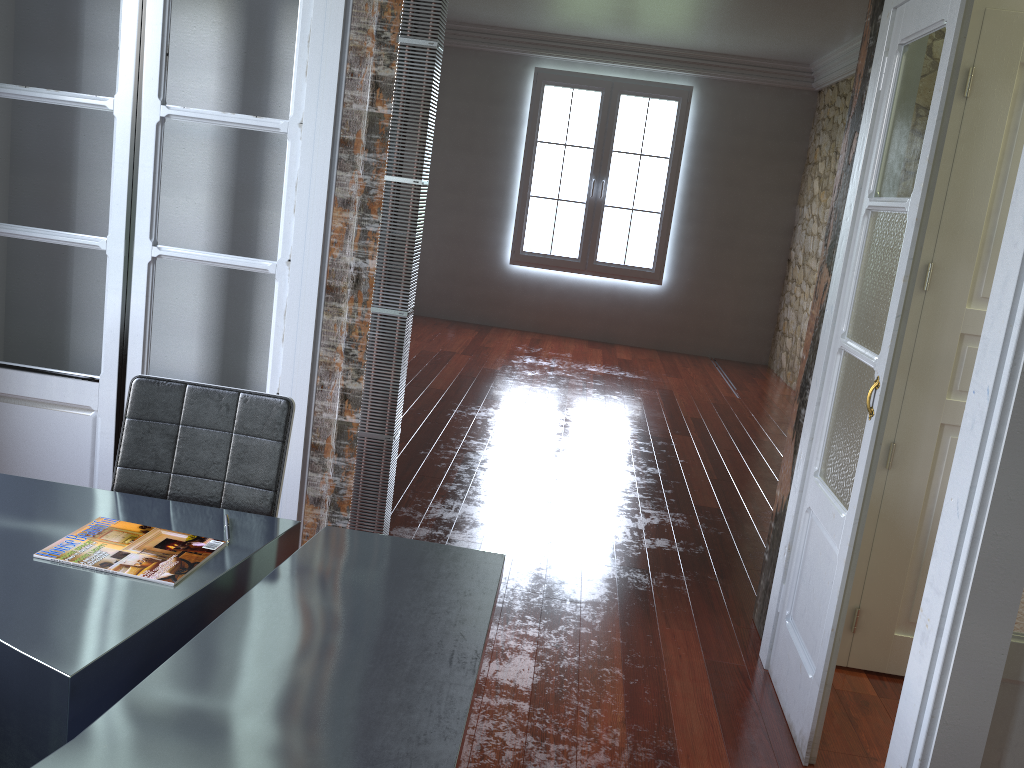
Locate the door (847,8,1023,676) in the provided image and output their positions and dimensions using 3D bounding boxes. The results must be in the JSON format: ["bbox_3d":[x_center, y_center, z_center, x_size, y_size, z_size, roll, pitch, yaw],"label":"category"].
[{"bbox_3d":[1.733,-0.026,2.900,0.869,2.198,0.146,8,10,4],"label":"door"}]

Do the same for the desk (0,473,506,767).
[{"bbox_3d":[-0.846,0.796,1.356,1.446,0.648,1.729,8,12,4],"label":"desk"}]

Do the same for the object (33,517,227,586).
[{"bbox_3d":[-0.796,0.350,1.867,0.307,0.012,0.226,9,13,8],"label":"object"}]

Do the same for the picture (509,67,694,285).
[{"bbox_3d":[0.879,-2.081,8.924,1.580,1.970,0.128,8,10,4],"label":"picture"}]

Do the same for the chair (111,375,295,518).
[{"bbox_3d":[-0.841,0.507,2.052,0.475,0.911,0.607,8,11,4],"label":"chair"}]

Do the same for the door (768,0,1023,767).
[{"bbox_3d":[1.020,0.065,2.231,0.481,2.162,1.200,4,11,-22],"label":"door"}]

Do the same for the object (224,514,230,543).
[{"bbox_3d":[-0.650,0.330,2.019,0.011,0.011,0.151,3,13,-20],"label":"object"}]

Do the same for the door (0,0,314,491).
[{"bbox_3d":[-1.209,-0.360,2.806,1.161,2.161,0.041,8,10,4],"label":"door"}]
